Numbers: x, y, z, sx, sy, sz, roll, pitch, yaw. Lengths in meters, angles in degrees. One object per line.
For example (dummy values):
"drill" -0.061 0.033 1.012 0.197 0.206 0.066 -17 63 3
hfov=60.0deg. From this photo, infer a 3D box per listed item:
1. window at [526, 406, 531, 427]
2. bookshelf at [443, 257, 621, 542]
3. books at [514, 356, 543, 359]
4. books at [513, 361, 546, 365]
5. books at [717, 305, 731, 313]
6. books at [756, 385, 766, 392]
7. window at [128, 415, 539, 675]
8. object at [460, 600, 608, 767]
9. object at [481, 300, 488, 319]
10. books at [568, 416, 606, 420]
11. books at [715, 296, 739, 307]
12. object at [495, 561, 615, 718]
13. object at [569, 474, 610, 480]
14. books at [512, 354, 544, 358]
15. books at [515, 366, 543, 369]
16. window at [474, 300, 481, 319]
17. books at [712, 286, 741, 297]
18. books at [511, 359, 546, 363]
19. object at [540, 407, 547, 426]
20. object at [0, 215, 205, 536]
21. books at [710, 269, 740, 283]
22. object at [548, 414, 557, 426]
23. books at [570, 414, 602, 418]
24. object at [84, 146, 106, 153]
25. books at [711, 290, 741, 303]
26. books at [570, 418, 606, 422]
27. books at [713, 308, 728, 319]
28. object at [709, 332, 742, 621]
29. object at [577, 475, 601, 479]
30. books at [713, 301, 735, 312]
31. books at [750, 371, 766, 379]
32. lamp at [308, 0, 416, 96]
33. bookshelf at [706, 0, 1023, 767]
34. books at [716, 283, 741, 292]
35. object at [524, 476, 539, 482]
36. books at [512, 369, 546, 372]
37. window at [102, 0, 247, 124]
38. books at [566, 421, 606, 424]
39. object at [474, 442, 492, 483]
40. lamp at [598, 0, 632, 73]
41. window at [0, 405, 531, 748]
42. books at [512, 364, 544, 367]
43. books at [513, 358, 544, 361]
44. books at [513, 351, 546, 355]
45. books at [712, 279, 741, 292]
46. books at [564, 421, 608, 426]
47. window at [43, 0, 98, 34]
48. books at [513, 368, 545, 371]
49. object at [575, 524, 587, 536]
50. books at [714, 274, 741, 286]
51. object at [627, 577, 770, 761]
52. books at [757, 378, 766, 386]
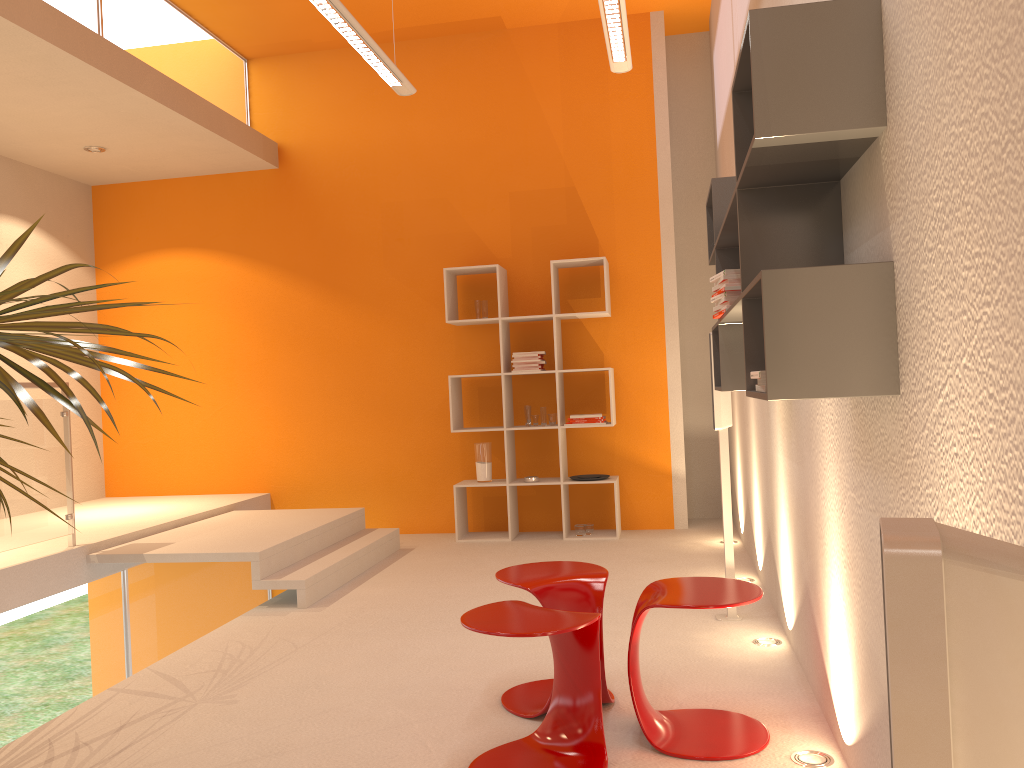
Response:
"window" -1.859 0.943 3.810 0.908 1.393 6.719 -3 0 29
"bookshelf" 0.878 1.389 5.492 1.107 4.600 3.516 -3 0 -33
"books" 0.123 -0.191 6.528 0.190 0.015 0.254 -3 0 6
"books" 0.133 -0.151 6.515 0.230 0.017 0.227 -3 0 5
"books" 0.815 -0.258 3.039 0.190 0.011 0.268 -3 0 6
"books" 0.666 0.006 2.030 0.190 0.015 0.254 -3 0 11
"window" -0.947 2.545 6.001 2.294 4.526 1.860 -3 0 10
"object" 0.069 0.890 2.571 0.391 0.450 0.420 -3 0 40
"object" -1.621 2.136 3.512 0.351 5.384 6.779 -3 0 30
"books" 0.540 0.246 6.401 0.254 0.015 0.190 -3 0 11
"books" 0.809 -0.286 3.042 0.190 0.015 0.254 -3 0 6
"object" 0.153 0.888 3.115 0.391 0.450 0.420 -3 0 -20
"object" 0.565 0.682 6.440 0.294 0.020 0.294 -2 0 -41
"books" 0.118 -0.205 6.521 0.190 0.015 0.254 -3 0 11
"books" 0.127 -0.119 6.528 0.190 0.015 0.254 -3 0 6
"window" -1.999 2.143 2.585 0.481 5.399 8.922 -3 0 22
"books" 0.811 -0.317 3.036 0.210 0.013 0.297 -3 0 5
"books" 0.123 -0.165 6.514 0.210 0.013 0.296 -3 0 10
"object" -1.730 2.551 3.370 0.870 4.604 7.392 -3 0 40
"object" -2.185 0.367 2.039 3.098 2.600 3.241 -3 0 18
"books" 0.818 -0.374 3.038 0.230 0.017 0.227 -3 0 0
"object" 0.526 1.944 2.650 0.190 3.502 7.694 -3 0 -1
"books" 0.534 0.230 6.389 0.227 0.017 0.230 -3 0 5
"object" -2.984 -1.696 6.339 0.143 0.059 0.143 -3 0 -18
"books" 0.821 -0.302 3.037 0.230 0.017 0.227 -3 0 0
"books" 0.548 0.261 6.397 0.254 0.015 0.190 -3 0 6
"books" 0.814 -0.246 3.035 0.210 0.013 0.297 -3 0 5
"object" 0.968 0.420 4.090 0.116 1.317 0.111 -3 0 6
"object" 0.562 0.679 6.444 0.178 0.020 0.178 -3 0 27
"books" 0.813 -0.271 3.049 0.190 0.015 0.254 -3 0 1
"books" 0.672 -0.026 2.017 0.230 0.017 0.227 -3 0 10
"lamp" -0.904 -2.165 3.523 0.120 1.052 3.195 -3 0 10
"bookshelf" 0.683 0.311 2.080 0.322 2.145 3.370 -3 0 12
"books" 0.811 -0.329 3.040 0.190 0.011 0.268 -3 0 6
"object" 0.143 0.694 6.457 0.106 0.035 0.105 -3 0 -36
"books" 0.126 -0.094 6.514 0.210 0.013 0.296 -3 0 10
"window" -2.300 -2.264 6.217 0.006 0.660 1.860 -3 0 10
"books" 0.538 0.274 6.398 0.268 0.011 0.190 -3 0 11
"object" -0.211 0.583 6.587 0.129 0.291 0.129 -3 0 38
"lamp" 0.305 -2.222 3.312 0.120 1.052 3.195 -3 0 10
"window" -1.521 2.532 5.306 0.993 4.599 4.234 -3 0 42
"books" 0.122 -0.134 6.521 0.190 0.015 0.254 -3 0 11
"books" 0.124 -0.177 6.518 0.190 0.011 0.268 -3 0 11
"books" 0.130 -0.222 6.516 0.230 0.017 0.227 -3 0 5
"books" 0.810 -0.342 3.050 0.190 0.015 0.254 -3 0 1
"books" 0.535 0.286 6.399 0.296 0.013 0.210 -3 0 10
"window" -2.627 -2.256 4.340 0.006 0.660 1.869 -3 0 10
"books" 0.127 -0.106 6.518 0.190 0.011 0.268 -3 0 11
"object" 0.344 2.352 1.197 0.129 2.692 10.507 -3 0 3
"books" 0.806 -0.357 3.042 0.190 0.015 0.254 -3 0 6
"object" 0.575 0.867 2.763 0.420 0.450 0.391 -3 0 10
"books" 0.661 -0.009 2.023 0.190 0.015 0.254 -3 0 16
